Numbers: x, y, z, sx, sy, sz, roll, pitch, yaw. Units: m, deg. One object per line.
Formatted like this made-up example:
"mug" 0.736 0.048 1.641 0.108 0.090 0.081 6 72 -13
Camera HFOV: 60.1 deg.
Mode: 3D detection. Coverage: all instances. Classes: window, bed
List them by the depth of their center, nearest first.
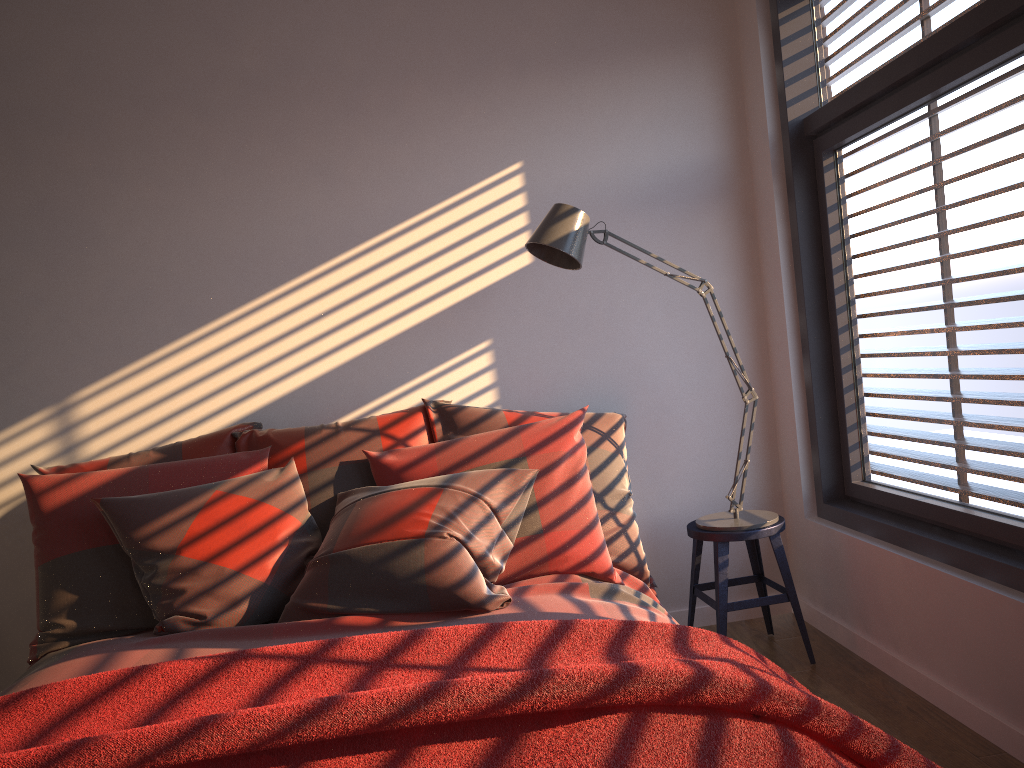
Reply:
"window" 1.255 -0.453 1.952 0.170 1.947 2.630 -7 3 -6
"bed" -0.420 0.754 2.139 2.034 0.773 2.307 -7 2 -6

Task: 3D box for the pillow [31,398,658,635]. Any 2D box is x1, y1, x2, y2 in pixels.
"pillow" -0.511 0.458 2.723 2.140 0.736 1.141 -7 3 -7

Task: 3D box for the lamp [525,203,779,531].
"lamp" 0.468 -0.048 2.968 0.787 1.132 0.278 -8 5 -14

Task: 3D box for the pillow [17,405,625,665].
"pillow" -0.597 0.439 2.746 1.813 0.554 0.526 -7 3 -5

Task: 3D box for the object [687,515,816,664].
"object" 0.803 0.719 3.100 0.338 0.482 0.341 -7 4 -8

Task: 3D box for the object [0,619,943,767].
"object" -0.370 0.837 1.484 2.643 0.663 0.681 -7 3 -5
